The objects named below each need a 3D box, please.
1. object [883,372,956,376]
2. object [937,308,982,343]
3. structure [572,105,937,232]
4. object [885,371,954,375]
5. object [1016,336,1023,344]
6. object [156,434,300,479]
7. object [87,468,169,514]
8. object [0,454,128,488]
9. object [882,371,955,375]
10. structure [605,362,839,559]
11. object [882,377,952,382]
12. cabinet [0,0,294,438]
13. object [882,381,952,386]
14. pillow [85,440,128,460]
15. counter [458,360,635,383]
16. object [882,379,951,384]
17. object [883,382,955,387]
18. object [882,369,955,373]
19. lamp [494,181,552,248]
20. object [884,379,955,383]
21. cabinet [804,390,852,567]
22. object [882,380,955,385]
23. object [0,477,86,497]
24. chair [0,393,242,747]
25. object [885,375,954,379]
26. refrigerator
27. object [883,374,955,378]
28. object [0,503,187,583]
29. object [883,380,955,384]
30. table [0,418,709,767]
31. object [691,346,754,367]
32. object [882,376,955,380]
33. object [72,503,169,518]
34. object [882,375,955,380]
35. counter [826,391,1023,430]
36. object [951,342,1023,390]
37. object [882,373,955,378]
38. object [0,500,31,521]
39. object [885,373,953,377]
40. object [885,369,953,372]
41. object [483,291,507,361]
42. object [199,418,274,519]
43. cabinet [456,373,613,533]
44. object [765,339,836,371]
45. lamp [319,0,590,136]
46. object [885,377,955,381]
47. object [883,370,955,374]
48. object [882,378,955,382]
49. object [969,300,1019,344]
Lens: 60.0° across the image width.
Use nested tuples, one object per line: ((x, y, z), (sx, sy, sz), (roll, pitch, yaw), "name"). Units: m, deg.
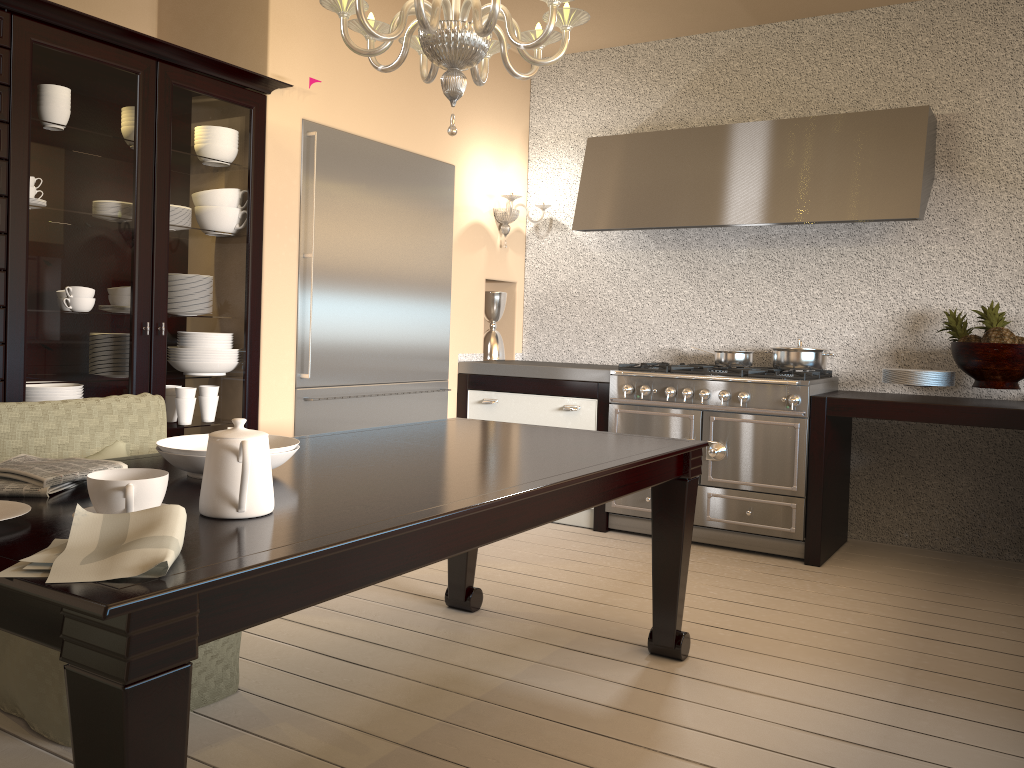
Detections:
((1.706, -0.038, 3.721), (0.278, 0.011, 0.278), (3, 4, 18), "object")
((1.955, -0.195, 3.832), (0.138, 0.284, 0.279), (1, 2, -13), "object")
((1.149, -1.015, 4.379), (1.663, 0.510, 0.480), (4, 3, 31), "structure")
((1.706, -0.044, 3.721), (0.278, 0.011, 0.278), (3, 4, 18), "object")
((2.154, -0.180, 3.687), (0.275, 0.284, 0.138), (3, 2, 16), "object")
((-0.583, 0.151, 1.827), (0.282, 0.066, 0.282), (3, 4, 25), "object")
((-0.592, 0.175, 1.373), (0.125, 0.069, 0.116), (3, 3, 24), "object")
((-0.859, 0.164, 1.650), (0.233, 0.051, 0.164), (4, 4, 31), "object")
((1.706, -0.041, 3.721), (0.278, 0.011, 0.278), (3, 4, 18), "object")
((0.994, 0.321, 4.245), (0.930, 0.804, 0.705), (3, 3, 31), "structure")
((1.705, -0.016, 3.722), (0.278, 0.011, 0.278), (3, 4, 18), "object")
((-1.922, -0.259, 2.740), (0.889, 1.838, 2.490), (3, 3, 31), "cabinet")
((1.704, 0.001, 3.722), (0.278, 0.011, 0.278), (3, 4, 18), "object")
((-1.090, 0.310, 2.335), (0.192, 0.294, 0.440), (3, 3, 31), "pillow")
((0.249, -0.074, 4.757), (0.897, 0.062, 0.600), (4, 4, 31), "counter")
((1.705, -0.007, 3.722), (0.278, 0.011, 0.278), (3, 4, 18), "object")
((1.705, 0.003, 3.722), (0.278, 0.011, 0.278), (3, 4, 18), "object")
((1.706, -0.049, 3.721), (0.278, 0.011, 0.278), (3, 4, 18), "object")
((0.018, -0.934, 4.979), (0.269, 0.340, 0.479), (3, 3, 29), "lamp")
((1.705, -0.010, 3.721), (0.278, 0.011, 0.278), (3, 4, 18), "object")
((1.802, 0.428, 3.816), (0.896, 0.724, 0.600), (3, 3, 31), "cabinet")
((1.705, -0.002, 3.722), (0.278, 0.011, 0.278), (3, 4, 18), "object")
((-0.887, 0.179, 1.628), (0.164, 0.026, 0.232), (2, 3, -4), "object")
((-1.016, 0.446, 2.265), (0.562, 0.800, 0.563), (3, 3, 37), "chair")
((1.706, -0.027, 3.723), (0.278, 0.011, 0.278), (3, 4, 18), "object")
((-0.879, -0.274, 4.342), (0.742, 1.733, 1.103), (3, 2, 31), "refrigerator")
((1.706, -0.030, 3.722), (0.278, 0.011, 0.278), (3, 4, 18), "object")
((-0.524, 0.196, 1.134), (0.204, 0.063, 0.197), (1, 3, -6), "object")
((1.705, -0.005, 3.722), (0.278, 0.011, 0.278), (3, 4, 18), "object")
((-0.327, 0.506, 2.051), (0.919, 0.653, 1.992), (3, 4, 31), "table")
((1.071, -0.138, 4.458), (0.198, 0.090, 0.371), (1, 3, -17), "object")
((1.705, -0.021, 3.723), (0.278, 0.011, 0.278), (3, 4, 18), "object")
((-0.597, 0.205, 1.375), (0.154, 0.012, 0.154), (1, 3, -8), "object")
((1.706, -0.025, 3.722), (0.278, 0.011, 0.278), (3, 4, 18), "object")
((1.813, 0.106, 3.809), (0.765, 0.079, 0.600), (4, 4, 31), "counter")
((2.022, -0.076, 3.695), (0.351, 0.188, 0.351), (3, 3, 14), "object")
((1.705, -0.033, 3.721), (0.278, 0.011, 0.278), (3, 4, 18), "object")
((-0.830, 0.199, 1.327), (0.194, 0.014, 0.194), (2, 3, 7), "object")
((1.706, -0.036, 3.722), (0.278, 0.011, 0.278), (3, 4, 18), "object")
((1.707, -0.052, 3.721), (0.278, 0.011, 0.278), (3, 4, 18), "object")
((-0.111, -0.335, 5.120), (0.155, 0.394, 0.155), (2, 2, 20), "object")
((-0.454, 0.133, 1.457), (0.198, 0.156, 0.118), (4, 3, 37), "object")
((0.229, 0.321, 4.754), (0.896, 0.724, 0.637), (3, 3, 31), "cabinet")
((1.369, -0.142, 4.218), (0.265, 0.145, 0.266), (1, 3, -11), "object")
((-0.137, -1.207, 2.295), (0.701, 1.126, 0.676), (0, 2, -41), "lamp")
((1.706, -0.019, 3.722), (0.278, 0.011, 0.278), (3, 4, 18), "object")
((1.706, -0.047, 3.722), (0.278, 0.011, 0.278), (3, 4, 18), "object")
((1.705, -0.013, 3.722), (0.278, 0.011, 0.278), (3, 4, 18), "object")
((1.992, -0.217, 3.671), (0.160, 0.278, 0.269), (2, 2, 13), "object")
